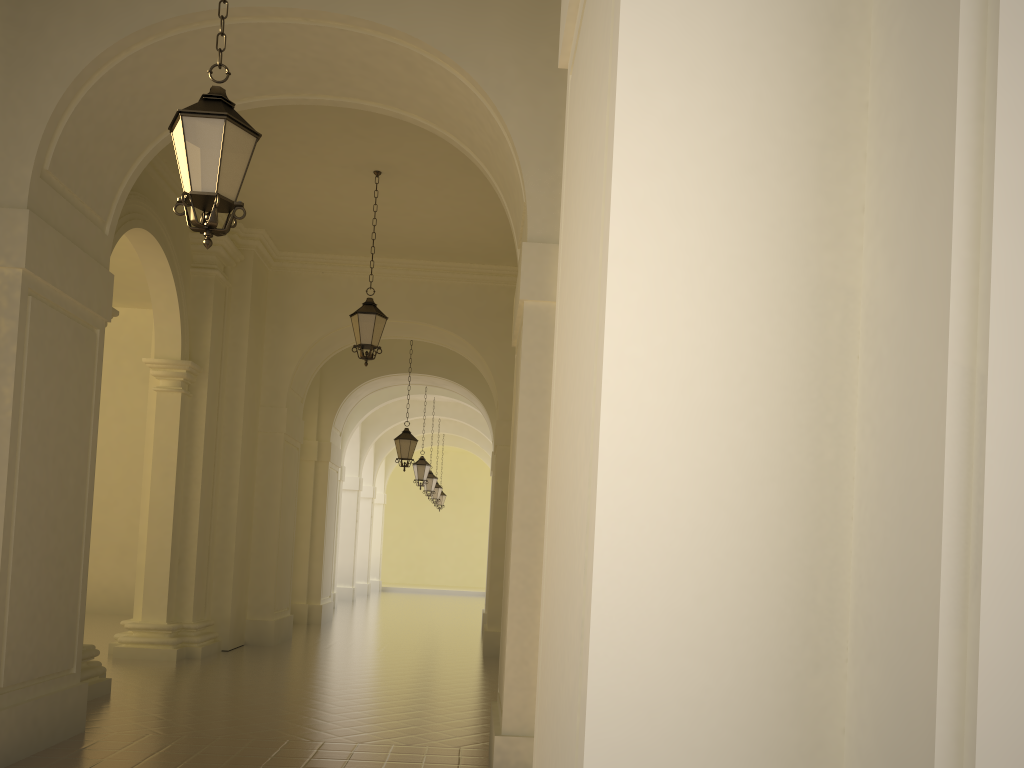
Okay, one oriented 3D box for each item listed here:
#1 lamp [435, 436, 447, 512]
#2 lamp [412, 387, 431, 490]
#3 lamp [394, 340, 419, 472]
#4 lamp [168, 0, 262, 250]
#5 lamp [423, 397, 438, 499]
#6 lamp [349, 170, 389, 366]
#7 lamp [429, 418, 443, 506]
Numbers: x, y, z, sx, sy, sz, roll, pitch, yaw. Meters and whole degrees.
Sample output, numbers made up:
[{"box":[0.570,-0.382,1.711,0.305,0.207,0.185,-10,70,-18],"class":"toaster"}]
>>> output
[{"box":[-2.753,3.361,34.324,0.510,3.287,0.445,3,-2,-2],"class":"lamp"},{"box":[-2.294,1.122,22.813,0.510,3.287,0.445,3,-2,-2],"class":"lamp"},{"box":[-2.093,0.141,17.769,0.445,3.287,0.510,4,-3,-32],"class":"lamp"},{"box":[-1.577,-2.373,4.842,0.445,3.287,0.510,4,-3,-32],"class":"lamp"},{"box":[-2.449,1.879,26.705,0.510,3.287,0.445,3,-2,-2],"class":"lamp"},{"box":[-1.816,-1.492,11.338,0.441,2.548,0.514,2,-3,28],"class":"lamp"},{"box":[-2.602,2.622,30.526,0.510,3.287,0.445,3,-2,-2],"class":"lamp"}]
